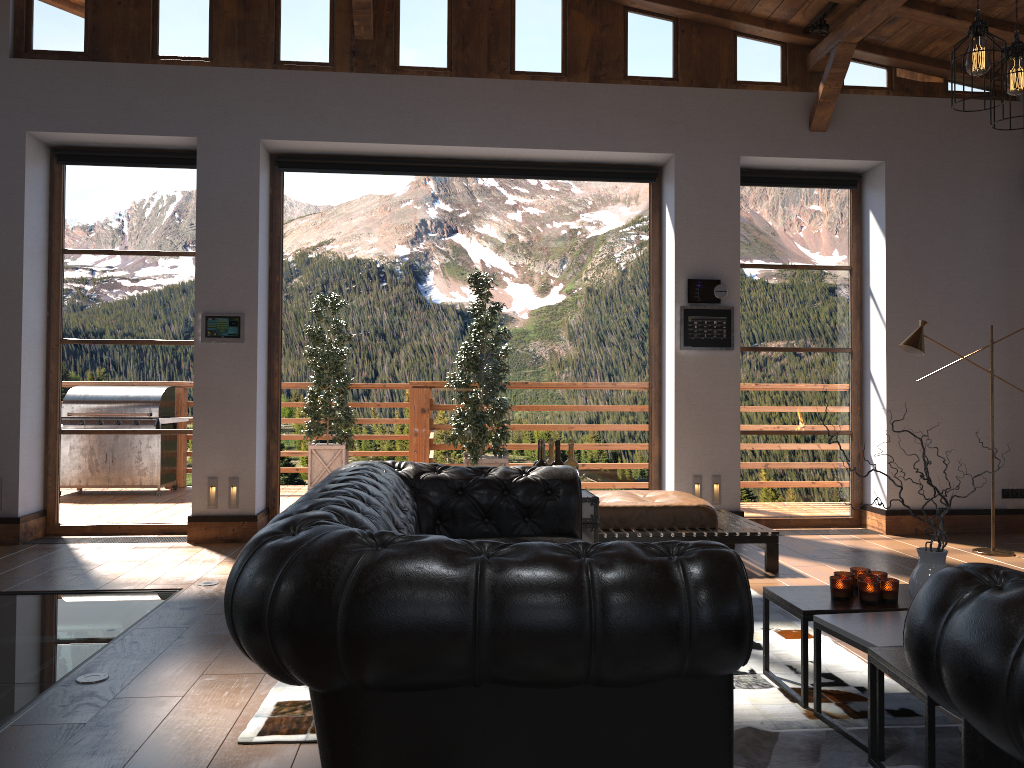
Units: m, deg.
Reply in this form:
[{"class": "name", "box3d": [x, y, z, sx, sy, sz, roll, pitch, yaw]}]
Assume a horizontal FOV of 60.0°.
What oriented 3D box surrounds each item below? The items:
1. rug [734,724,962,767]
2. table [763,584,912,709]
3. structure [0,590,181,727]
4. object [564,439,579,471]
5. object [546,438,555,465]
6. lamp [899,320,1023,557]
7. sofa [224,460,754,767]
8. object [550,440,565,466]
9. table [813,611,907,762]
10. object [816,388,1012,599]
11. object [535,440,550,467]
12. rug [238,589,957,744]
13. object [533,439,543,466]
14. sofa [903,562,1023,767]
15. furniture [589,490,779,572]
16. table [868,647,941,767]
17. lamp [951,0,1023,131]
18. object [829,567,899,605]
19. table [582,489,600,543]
[{"class": "rug", "box3d": [1.551, 1.131, 1.825, 4.052, 0.053, 2.426, 0, -1, -5]}, {"class": "table", "box3d": [1.352, 0.993, 3.412, 0.652, 0.350, 0.399, 0, -1, -6]}, {"class": "structure", "box3d": [-7.248, 0.766, 5.673, 11.052, 6.400, 9.186, 0, -1, -5]}, {"class": "object", "box3d": [0.316, 0.438, 4.735, 0.087, 0.286, 0.088, 0, -1, 5]}, {"class": "object", "box3d": [0.213, 0.438, 4.789, 0.087, 0.286, 0.088, 0, -1, 7]}, {"class": "lamp", "box3d": [3.469, 0.277, 6.376, 1.314, 1.899, 0.530, 0, -1, 15]}, {"class": "sofa", "box3d": [-0.162, 0.744, 3.120, 1.242, 0.838, 2.559, 0, -1, -6]}, {"class": "object", "box3d": [0.239, 0.437, 4.672, 0.088, 0.286, 0.086, 1, -2, -28]}, {"class": "table", "box3d": [1.413, 0.988, 2.979, 0.653, 0.350, 0.398, 0, -1, -11]}, {"class": "object", "box3d": [1.387, 0.409, 3.031, 0.618, 0.808, 0.407, 0, -1, 5]}, {"class": "object", "box3d": [0.157, 0.436, 4.614, 0.088, 0.286, 0.087, 1, -2, -28]}, {"class": "rug", "box3d": [0.199, 1.159, 4.820, 2.437, 0.053, 3.800, 0, -1, -4]}, {"class": "object", "box3d": [0.152, 0.437, 4.717, 0.087, 0.286, 0.088, -1, -2, 34]}, {"class": "sofa", "box3d": [2.123, 0.737, 1.427, 2.573, 0.838, 1.236, 0, -1, -6]}, {"class": "furniture", "box3d": [0.294, 0.983, 6.134, 2.766, 0.437, 1.172, 0, -1, -6]}, {"class": "table", "box3d": [1.414, 0.982, 2.522, 0.650, 0.350, 0.400, 0, -1, -1]}, {"class": "lamp", "box3d": [1.996, -2.045, 3.371, 0.807, 2.202, 0.260, 1, -2, -15]}, {"class": "object", "box3d": [1.372, 0.777, 3.419, 0.244, 0.081, 0.305, 0, -1, 33]}, {"class": "table", "box3d": [0.228, 0.880, 4.693, 0.418, 0.609, 0.404, 0, -1, -5]}]
